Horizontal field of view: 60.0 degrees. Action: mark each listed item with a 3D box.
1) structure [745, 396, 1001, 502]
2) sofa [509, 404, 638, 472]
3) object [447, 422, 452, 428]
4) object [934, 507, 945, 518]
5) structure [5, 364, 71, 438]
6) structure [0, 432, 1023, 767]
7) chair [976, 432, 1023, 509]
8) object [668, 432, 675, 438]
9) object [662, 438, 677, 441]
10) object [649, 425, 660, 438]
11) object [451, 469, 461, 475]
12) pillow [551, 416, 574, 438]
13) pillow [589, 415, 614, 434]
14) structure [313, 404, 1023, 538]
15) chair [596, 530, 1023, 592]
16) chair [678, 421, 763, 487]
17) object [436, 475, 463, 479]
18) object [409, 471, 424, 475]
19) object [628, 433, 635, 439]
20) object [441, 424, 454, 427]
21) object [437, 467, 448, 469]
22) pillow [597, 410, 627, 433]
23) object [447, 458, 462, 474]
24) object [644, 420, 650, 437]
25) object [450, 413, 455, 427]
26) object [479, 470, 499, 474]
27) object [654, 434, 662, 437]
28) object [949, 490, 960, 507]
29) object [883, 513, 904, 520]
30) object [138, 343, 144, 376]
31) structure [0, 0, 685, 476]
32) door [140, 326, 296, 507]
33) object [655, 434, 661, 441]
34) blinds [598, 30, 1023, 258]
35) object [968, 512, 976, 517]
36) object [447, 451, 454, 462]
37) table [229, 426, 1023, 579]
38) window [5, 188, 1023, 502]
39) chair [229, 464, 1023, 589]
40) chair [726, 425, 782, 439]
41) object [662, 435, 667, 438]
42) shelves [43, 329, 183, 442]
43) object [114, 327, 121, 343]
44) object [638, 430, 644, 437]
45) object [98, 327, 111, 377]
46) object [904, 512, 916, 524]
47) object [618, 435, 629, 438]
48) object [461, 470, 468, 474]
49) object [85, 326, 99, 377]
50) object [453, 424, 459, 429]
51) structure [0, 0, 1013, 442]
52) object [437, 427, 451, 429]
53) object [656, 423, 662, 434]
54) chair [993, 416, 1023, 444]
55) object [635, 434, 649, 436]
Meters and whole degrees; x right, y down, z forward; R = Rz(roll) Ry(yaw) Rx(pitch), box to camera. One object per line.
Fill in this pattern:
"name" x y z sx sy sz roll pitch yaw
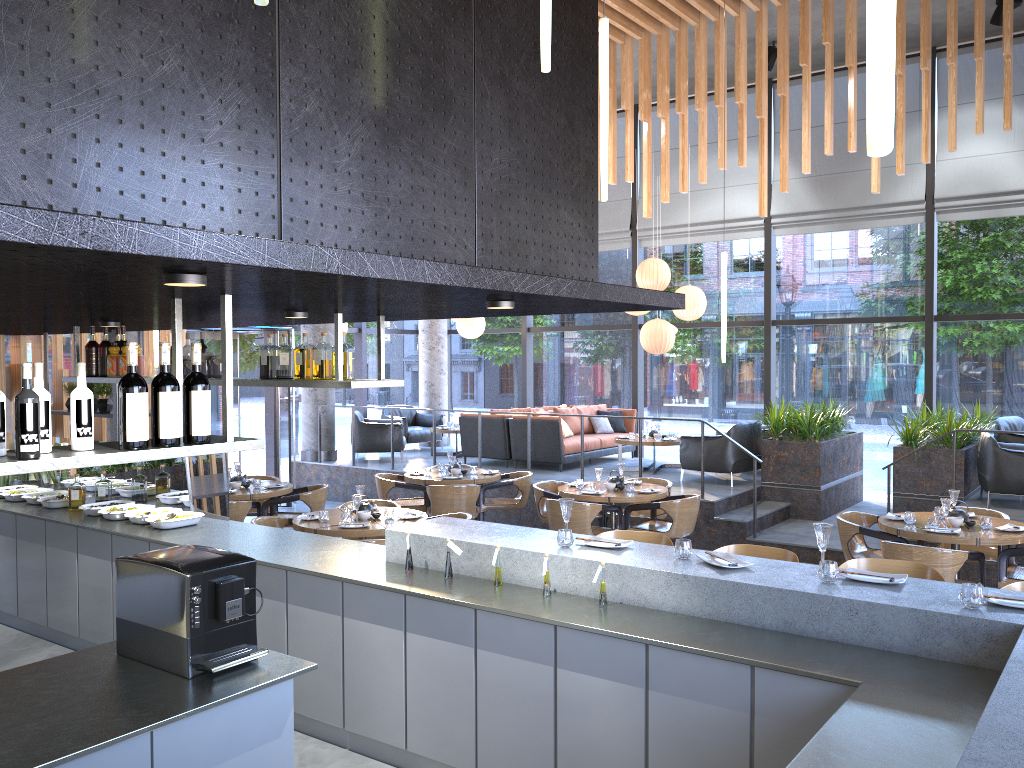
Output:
"structure" -1.902 0.990 9.515 15.715 1.608 4.306 -1 2 -16
"sofa" 0.937 0.742 12.855 0.864 0.811 2.226 1 2 36
"object" -0.997 0.650 14.125 0.086 0.086 0.086 1 2 28
"object" 3.446 1.038 7.146 0.086 0.086 0.086 0 2 18
"structure" -4.881 0.611 9.395 1.000 2.400 2.530 1 2 36
"structure" -2.496 1.254 3.883 8.945 1.400 4.889 1 2 36
"chair" 5.213 0.862 9.046 0.833 0.743 1.030 0 2 21
"object" 2.166 0.694 12.025 0.086 0.086 0.086 1 2 40
"object" 2.076 0.734 11.696 0.170 0.025 0.294 0 2 16
"object" 1.946 0.646 12.112 0.163 0.179 0.168 0 2 2
"object" -0.632 0.989 9.965 0.116 0.065 0.116 0 2 4
"pillow" 0.690 0.601 12.548 0.289 0.311 0.393 0 2 16
"pillow" 1.327 0.607 13.191 0.332 0.263 0.203 -1 2 -34
"structure" -0.797 -0.296 6.039 11.718 4.117 9.054 1 2 36
"chair" 1.199 1.457 2.304 2.787 1.047 5.395 0 2 13
"chair" 2.616 0.821 10.919 0.833 0.743 1.030 1 2 43
"object" -0.684 1.018 9.665 0.294 0.025 0.170 0 2 -6
"object" -1.076 1.010 10.018 0.170 0.025 0.294 0 2 -6
"object" 1.610 0.699 11.918 0.086 0.086 0.086 1 2 40
"object" -1.067 0.676 14.303 0.170 0.025 0.294 1 2 26
"object" -0.739 0.996 10.450 0.294 0.025 0.170 -1 2 -18
"pillow" 1.501 0.568 13.414 0.418 0.345 0.242 -1 2 -14
"object" -0.654 0.928 10.111 0.163 0.179 0.168 0 2 2
"object" 1.880 0.616 12.317 0.082 0.227 0.082 0 2 18
"object" -0.959 0.576 14.221 0.082 0.227 0.082 -1 2 -16
"object" -0.272 1.005 10.042 0.170 0.025 0.294 0 2 16
"object" 1.968 0.707 11.967 0.116 0.065 0.116 -1 2 -24
"object" 3.547 0.967 7.116 0.082 0.227 0.082 -1 2 -33
"object" 3.081 1.072 7.110 0.170 0.025 0.294 1 2 33
"object" -2.720 -0.175 6.434 0.096 0.246 0.096 -1 2 -9
"structure" -4.049 -0.963 5.054 8.600 2.382 4.958 1 2 36
"door" -4.133 0.463 12.309 2.186 2.526 2.186 -1 2 -34
"object" 1.924 0.704 11.690 0.086 0.086 0.086 1 2 40
"blinds" -1.103 -3.011 11.453 17.610 2.314 8.760 -1 2 -11
"object" 3.615 1.065 7.234 0.294 0.025 0.170 0 2 21
"object" -0.720 0.898 10.315 0.082 0.227 0.082 0 2 18
"table" 1.380 1.310 8.957 10.659 0.968 6.876 1 2 36
"window" -0.148 -1.100 7.252 12.739 5.897 12.900 1 2 36
"chair" 1.026 1.463 7.299 9.749 0.759 4.352 1 2 37
"chair" 3.307 0.791 11.879 0.833 0.743 1.030 0 2 21
"object" 2.060 0.716 12.028 0.080 0.042 0.080 0 2 21
"shelves" -5.154 -0.939 6.031 5.494 5.690 1.247 -2 2 -44
"object" -2.851 -0.241 6.422 0.105 0.380 0.105 0 2 11
"object" 1.784 0.688 12.277 0.086 0.086 0.086 -1 2 -17
"object" -2.882 -0.238 6.296 0.105 0.380 0.105 0 2 21
"object" 3.106 1.046 6.923 0.086 0.086 0.086 -1 2 -29
"object" 1.532 0.726 12.090 0.170 0.025 0.294 0 2 16
"object" -0.540 0.999 10.027 0.080 0.042 0.080 0 2 21
"object" -2.995 -0.238 6.335 0.105 0.380 0.105 0 2 -4
"object" -0.864 0.660 13.749 0.086 0.086 0.086 0 2 -5
"structure" -0.509 -1.059 5.679 10.399 5.894 10.127 1 2 36
"object" -1.040 0.690 13.815 0.170 0.025 0.294 -1 2 -29
"object" 1.948 0.631 11.770 0.082 0.227 0.082 -1 2 -11
"chair" 5.948 0.753 10.025 1.030 0.743 0.833 -2 2 -40
"object" 1.861 0.714 12.452 0.294 0.025 0.170 -1 2 -18
